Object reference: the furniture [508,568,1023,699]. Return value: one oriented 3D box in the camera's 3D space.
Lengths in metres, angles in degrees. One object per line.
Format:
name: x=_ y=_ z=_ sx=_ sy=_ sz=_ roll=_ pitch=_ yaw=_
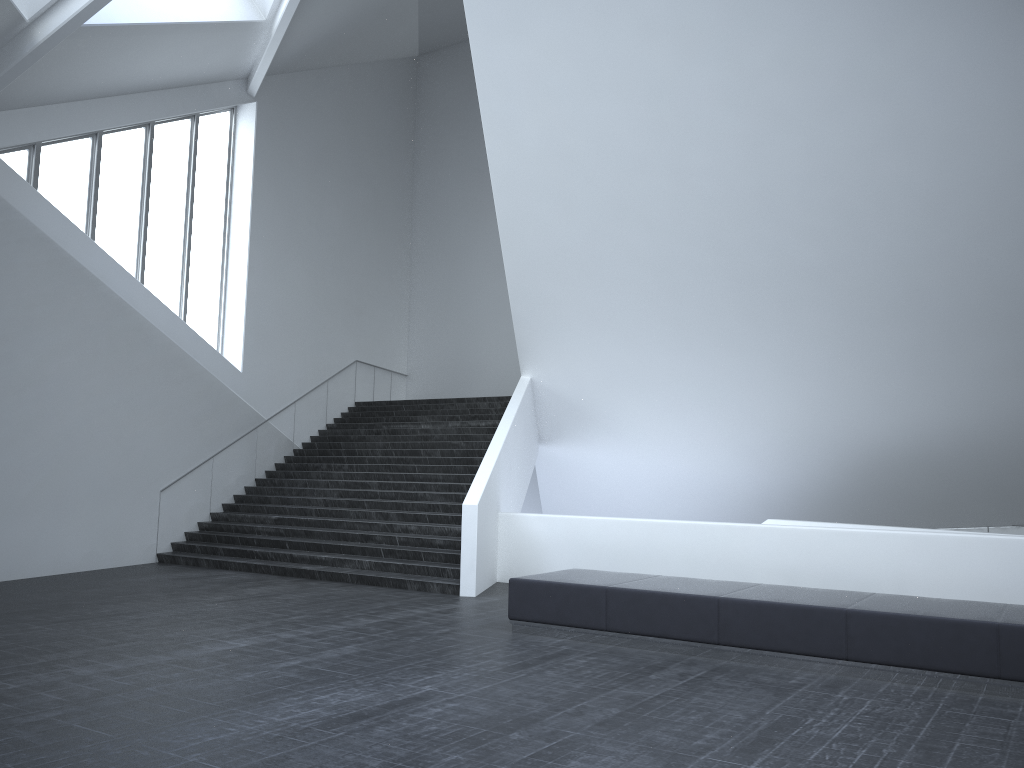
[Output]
furniture: x=2.782 y=2.323 z=8.538 sx=5.742 sy=0.580 sz=1.488 roll=-3 pitch=-7 yaw=32
